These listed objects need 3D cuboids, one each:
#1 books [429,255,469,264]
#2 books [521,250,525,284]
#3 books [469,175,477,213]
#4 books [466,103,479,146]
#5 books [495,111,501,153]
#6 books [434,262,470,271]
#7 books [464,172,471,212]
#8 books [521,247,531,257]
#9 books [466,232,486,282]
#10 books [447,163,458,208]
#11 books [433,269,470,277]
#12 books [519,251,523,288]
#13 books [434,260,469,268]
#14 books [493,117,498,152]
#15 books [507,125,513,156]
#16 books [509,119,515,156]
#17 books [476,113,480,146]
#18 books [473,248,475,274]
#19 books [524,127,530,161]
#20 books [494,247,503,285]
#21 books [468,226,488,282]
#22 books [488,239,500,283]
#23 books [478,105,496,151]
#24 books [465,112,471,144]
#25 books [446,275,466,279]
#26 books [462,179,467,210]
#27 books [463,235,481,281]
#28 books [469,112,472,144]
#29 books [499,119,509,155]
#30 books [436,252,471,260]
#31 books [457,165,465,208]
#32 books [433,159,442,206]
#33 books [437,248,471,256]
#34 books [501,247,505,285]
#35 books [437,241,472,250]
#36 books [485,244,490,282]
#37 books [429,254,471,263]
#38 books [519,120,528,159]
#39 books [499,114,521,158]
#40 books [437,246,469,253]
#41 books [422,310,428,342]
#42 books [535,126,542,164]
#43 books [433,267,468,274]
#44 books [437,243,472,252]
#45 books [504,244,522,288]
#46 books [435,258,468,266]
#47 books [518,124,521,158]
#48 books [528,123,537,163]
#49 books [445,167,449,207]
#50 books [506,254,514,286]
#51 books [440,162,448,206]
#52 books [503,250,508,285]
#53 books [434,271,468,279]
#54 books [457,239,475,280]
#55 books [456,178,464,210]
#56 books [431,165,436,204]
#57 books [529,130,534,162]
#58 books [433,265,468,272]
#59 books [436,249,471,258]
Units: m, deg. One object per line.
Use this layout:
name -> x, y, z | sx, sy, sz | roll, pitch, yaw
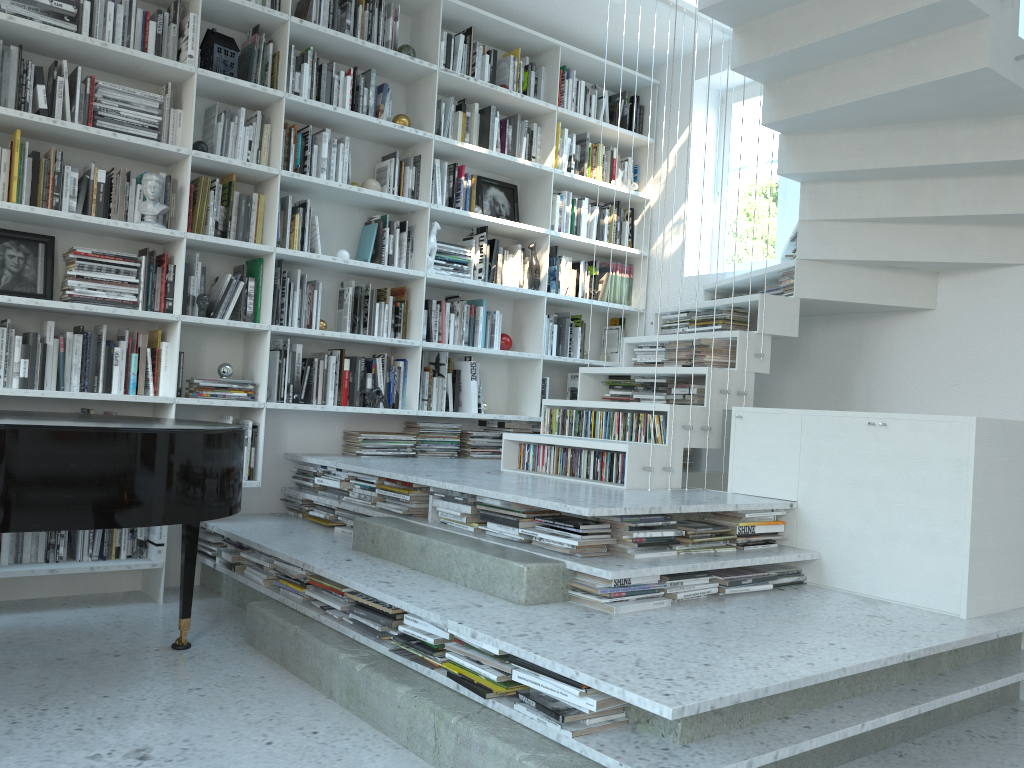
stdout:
books -> -0.391, -0.695, 5.011 | 0.254, 0.012, 0.161 | 4, -2, -33
books -> 0.021, -0.674, 5.338 | 0.024, 0.255, 0.145 | 4, -1, -38
books -> -0.270, -1.062, 5.080 | 0.026, 0.243, 0.178 | 4, -1, -38
books -> -0.254, -1.450, 5.086 | 0.026, 0.288, 0.156 | 4, -1, -38
books -> -0.125, -1.437, 5.203 | 0.048, 0.283, 0.162 | 4, -1, -38
books -> -0.399, -0.659, 5.014 | 0.285, 0.012, 0.159 | 5, -2, -40
books -> -0.295, -1.068, 5.073 | 0.021, 0.253, 0.167 | 4, -1, -38
books -> 0.072, -0.684, 5.398 | 0.029, 0.283, 0.138 | 4, -1, -38
books -> -0.216, -0.716, 5.127 | 0.011, 0.300, 0.184 | 4, -1, -38
books -> -0.368, -1.091, 5.013 | 0.012, 0.287, 0.176 | 4, -1, -38
books -> -0.397, -0.623, 5.007 | 0.285, 0.012, 0.159 | 4, -2, -33
books -> 0.004, -0.668, 5.307 | 0.041, 0.239, 0.176 | 4, -1, -38
books -> -0.394, -0.671, 5.009 | 0.254, 0.012, 0.161 | 5, -2, -43
books -> -0.153, -1.414, 5.147 | 0.030, 0.230, 0.187 | 4, -1, -38
books -> -0.064, -1.400, 5.231 | 0.031, 0.217, 0.165 | 4, -1, -38
books -> -0.047, -1.421, 5.254 | 0.023, 0.264, 0.156 | 4, -1, -38
books -> -0.242, -1.424, 5.108 | 0.025, 0.238, 0.142 | 4, -1, -38
books -> -0.268, -0.693, 5.130 | 0.023, 0.247, 0.138 | 4, -1, -38
books -> 0.041, -1.403, 5.318 | 0.030, 0.241, 0.162 | 4, -1, -38
books -> -0.115, -0.679, 5.229 | 0.031, 0.242, 0.147 | 4, -1, -38
books -> -0.206, -0.735, 5.133 | 0.010, 0.339, 0.180 | 4, -1, -38
books -> -0.154, -0.702, 5.190 | 0.059, 0.282, 0.167 | 4, -1, -38
books -> -0.186, -1.435, 5.085 | 0.032, 0.265, 0.245 | 4, -1, -38
books -> -0.301, -1.422, 5.059 | 0.030, 0.224, 0.158 | 4, -1, -38
books -> -0.400, -0.598, 5.008 | 0.285, 0.012, 0.159 | 4, -2, -34
books -> -0.317, -1.050, 5.057 | 0.033, 0.213, 0.152 | 4, -1, -38
books -> -0.242, -0.710, 5.141 | 0.012, 0.285, 0.159 | 4, -1, -38
books -> -0.288, -1.426, 5.087 | 0.024, 0.236, 0.146 | 4, -1, -38
books -> -0.087, -1.413, 5.203 | 0.014, 0.240, 0.189 | 4, -1, -38
books -> -0.393, -0.719, 5.016 | 0.285, 0.012, 0.159 | 5, -2, -36
books -> -0.331, -1.087, 5.040 | 0.014, 0.285, 0.175 | 4, -1, -38
books -> -0.450, -1.098, 4.959 | 0.065, 0.289, 0.145 | 4, -1, -38
books -> -0.392, -0.743, 5.016 | 0.285, 0.012, 0.159 | 5, -2, -36
books -> -0.102, -0.681, 5.262 | 0.031, 0.250, 0.133 | 4, -1, -38
books -> -0.390, -0.779, 5.017 | 0.285, 0.012, 0.159 | 5, -2, -36
books -> -0.198, -0.683, 5.151 | 0.030, 0.236, 0.179 | 4, -1, -38
books -> -0.392, -0.707, 5.014 | 0.285, 0.012, 0.159 | 5, -2, -41
books -> 0.020, -1.420, 5.292 | 0.036, 0.272, 0.177 | 4, -1, -38
books -> -0.021, -1.435, 5.258 | 0.022, 0.294, 0.180 | 4, -1, -38
books -> -0.391, -0.755, 5.016 | 0.254, 0.012, 0.161 | 5, -2, -36
books -> -0.525, -0.314, 4.913 | 0.022, 0.184, 0.162 | 4, -1, -38
books -> 0.112, -1.409, 5.377 | 0.031, 0.265, 0.169 | 4, -1, -38
books -> -0.398, -0.635, 5.009 | 0.254, 0.012, 0.161 | 4, -2, -34
books -> -0.390, -0.767, 5.017 | 0.285, 0.012, 0.159 | 5, -2, -40
books -> -0.018, -0.686, 5.286 | 0.021, 0.271, 0.191 | 4, -1, -38
books -> -0.400, -0.683, 5.017 | 0.254, 0.012, 0.161 | 5, -2, -38
books -> -0.005, -1.410, 5.284 | 0.011, 0.249, 0.152 | 4, -1, -38
books -> 0.088, -1.420, 5.362 | 0.026, 0.284, 0.147 | 4, -1, -38
books -> -0.405, -1.084, 5.014 | 0.043, 0.269, 0.131 | 4, -1, -38
books -> -0.053, -0.659, 5.290 | 0.025, 0.213, 0.155 | 4, -1, -38
books -> -0.420, -1.094, 4.990 | 0.012, 0.285, 0.159 | 4, -1, -38
books -> -0.078, -0.671, 5.280 | 0.028, 0.235, 0.129 | 4, -1, -38
books -> -0.400, -0.611, 5.009 | 0.254, 0.012, 0.161 | 5, -2, -42
books -> -0.271, -0.697, 5.106 | 0.012, 0.254, 0.161 | 4, -1, -38
books -> -0.337, -1.049, 5.022 | 0.013, 0.207, 0.189 | 4, -1, -38
books -> -0.477, -1.080, 4.930 | 0.011, 0.248, 0.155 | 4, -1, -38
books -> 0.066, -1.397, 5.350 | 0.022, 0.234, 0.158 | 4, -1, -38
books -> -0.400, -0.647, 5.013 | 0.254, 0.012, 0.161 | 5, -2, -36
books -> -0.388, -0.731, 5.011 | 0.285, 0.012, 0.159 | 5, -2, -43
